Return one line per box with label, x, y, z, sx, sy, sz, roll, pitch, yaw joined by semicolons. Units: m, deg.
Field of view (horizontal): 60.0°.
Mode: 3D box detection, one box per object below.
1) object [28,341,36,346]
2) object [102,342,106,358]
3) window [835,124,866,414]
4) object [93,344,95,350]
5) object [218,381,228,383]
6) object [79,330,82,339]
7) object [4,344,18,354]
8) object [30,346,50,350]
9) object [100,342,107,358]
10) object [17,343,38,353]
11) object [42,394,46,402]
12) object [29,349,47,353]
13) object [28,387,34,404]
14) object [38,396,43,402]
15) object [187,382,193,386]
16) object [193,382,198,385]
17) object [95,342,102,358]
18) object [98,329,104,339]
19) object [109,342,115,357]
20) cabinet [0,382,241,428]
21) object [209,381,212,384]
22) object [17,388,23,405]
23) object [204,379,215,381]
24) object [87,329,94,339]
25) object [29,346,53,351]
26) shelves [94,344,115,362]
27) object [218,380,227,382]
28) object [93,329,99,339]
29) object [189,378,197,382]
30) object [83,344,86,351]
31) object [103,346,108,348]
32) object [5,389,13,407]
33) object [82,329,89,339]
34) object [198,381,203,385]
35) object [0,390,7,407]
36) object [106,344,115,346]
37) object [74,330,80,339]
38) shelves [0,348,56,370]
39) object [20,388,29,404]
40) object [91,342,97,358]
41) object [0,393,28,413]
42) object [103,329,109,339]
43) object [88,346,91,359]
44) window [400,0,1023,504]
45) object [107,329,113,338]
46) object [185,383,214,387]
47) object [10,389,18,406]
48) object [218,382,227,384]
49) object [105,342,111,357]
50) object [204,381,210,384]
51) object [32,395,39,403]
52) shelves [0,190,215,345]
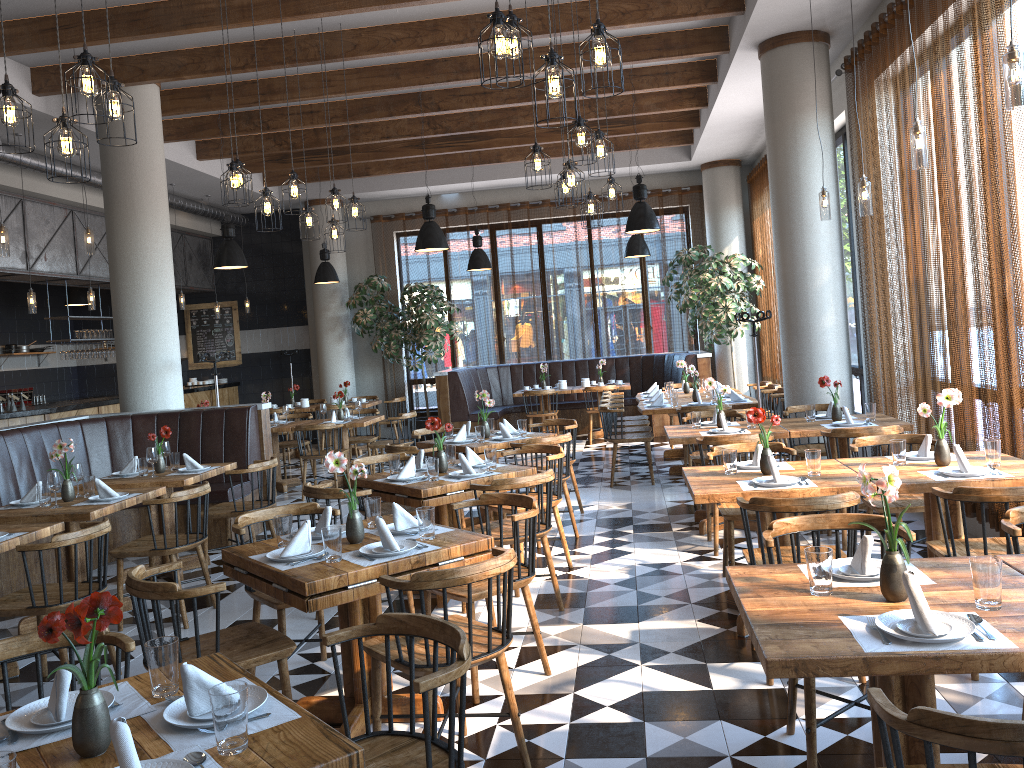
object;-7.793;-0.600;14.219;0.295;0.172;0.065;-6;2;-32
object;-5.812;-0.480;12.588;0.081;0.215;0.081;-4;1;-1
window;3.740;-1.225;10.984;0.365;3.164;4.973;-4;2;7
object;-5.837;-0.467;12.381;0.081;0.215;0.081;-4;1;-1
object;-5.002;-0.029;15.305;0.175;0.016;0.176;-2;4;43
object;-5.877;-0.668;12.109;0.080;0.132;0.080;-3;2;37
object;-7.886;-0.553;13.958;0.190;0.148;0.193;-3;2;20
object;-7.806;-0.583;14.598;0.243;0.071;0.349;-4;3;0
object;-5.706;-0.476;12.365;0.081;0.215;0.081;-4;1;-1
object;-7.787;-0.579;14.240;0.348;0.154;0.200;-6;3;-29
object;-7.719;0.228;14.577;0.094;0.136;0.046;-5;1;-18
object;-7.809;-0.547;14.599;0.243;0.059;0.350;-4;3;3
object;-7.747;0.190;14.164;0.189;0.258;0.070;-4;1;9
object;-7.731;0.233;14.486;0.093;0.136;0.047;-4;1;8
object;-5.446;0.004;14.994;0.079;0.066;0.098;-4;2;19
object;-5.349;-0.002;14.982;0.079;0.066;0.098;-4;2;19
object;-5.720;-0.469;12.254;0.081;0.215;0.081;-4;1;-1
object;-5.727;-0.691;12.327;0.080;0.132;0.080;-3;2;37
object;-5.680;-0.489;12.572;0.081;0.215;0.081;-4;1;-1
cabinet;-6.563;0.828;12.686;3.026;1.164;6.003;-4;3;7
object;-5.142;-0.022;15.065;0.079;0.066;0.098;-4;2;19
object;-7.777;0.206;13.921;0.189;0.258;0.070;-4;1;9
object;-5.234;-0.064;15.333;0.175;0.016;0.176;-2;4;43
object;-5.755;-0.676;12.093;0.080;0.132;0.080;-3;2;37
object;-7.774;-0.572;14.587;0.243;0.084;0.348;-2;4;37
shelves;-6.772;-0.572;15.548;1.041;0.297;0.300;-4;2;7
object;-5.004;-0.049;15.305;0.175;0.016;0.176;-2;4;43
object;-5.741;-0.684;12.210;0.080;0.132;0.080;-3;2;37
object;-5.513;-0.038;15.329;0.130;0.128;0.129;-6;2;-37
object;-5.866;-0.453;12.153;0.081;0.215;0.081;-4;1;-1
object;-7.175;-0.653;15.607;0.100;0.036;0.100;-4;3;4
object;-7.807;0.221;13.678;0.189;0.258;0.070;-4;1;9
object;-5.770;-0.669;11.976;0.080;0.132;0.080;-3;2;37
object;-5.252;-0.009;14.970;0.079;0.066;0.098;-4;2;19
object;-7.822;0.228;13.556;0.189;0.258;0.070;-4;1;9
object;-6.913;-0.683;15.579;0.351;0.060;0.232;-3;3;20
object;-5.892;-0.661;11.992;0.080;0.132;0.080;-3;2;37
shelves;-7.825;-0.412;14.312;0.300;0.297;1.043;-4;3;7
object;-7.762;0.198;14.042;0.189;0.258;0.070;-4;1;-1
object;-5.734;-0.462;12.136;0.081;0.215;0.081;-4;1;-1
object;-5.892;0.228;10.105;0.421;0.203;0.599;-4;3;7
object;-5.712;-0.698;12.444;0.080;0.132;0.080;-3;2;37
object;-5.851;-0.460;12.270;0.081;0.215;0.081;-4;1;-1
window;2.410;-1.007;8.729;4.496;3.163;15.133;-5;3;-16
object;-5.698;-0.705;12.561;0.080;0.132;0.080;-3;2;37
object;-5.295;0.017;15.021;0.437;0.018;0.273;-4;3;7
object;-7.792;0.213;13.799;0.189;0.258;0.070;-4;1;4
object;-5.002;-0.019;15.305;0.175;0.016;0.176;-2;4;43
object;-5.693;-0.482;12.467;0.081;0.215;0.081;-4;1;-1
object;-5.155;-0.016;14.958;0.079;0.066;0.098;-4;2;19
object;-7.742;0.239;14.394;0.093;0.136;0.047;-4;1;2
shelves;-5.890;-1.470;12.624;0.682;1.794;5.873;-4;3;7
